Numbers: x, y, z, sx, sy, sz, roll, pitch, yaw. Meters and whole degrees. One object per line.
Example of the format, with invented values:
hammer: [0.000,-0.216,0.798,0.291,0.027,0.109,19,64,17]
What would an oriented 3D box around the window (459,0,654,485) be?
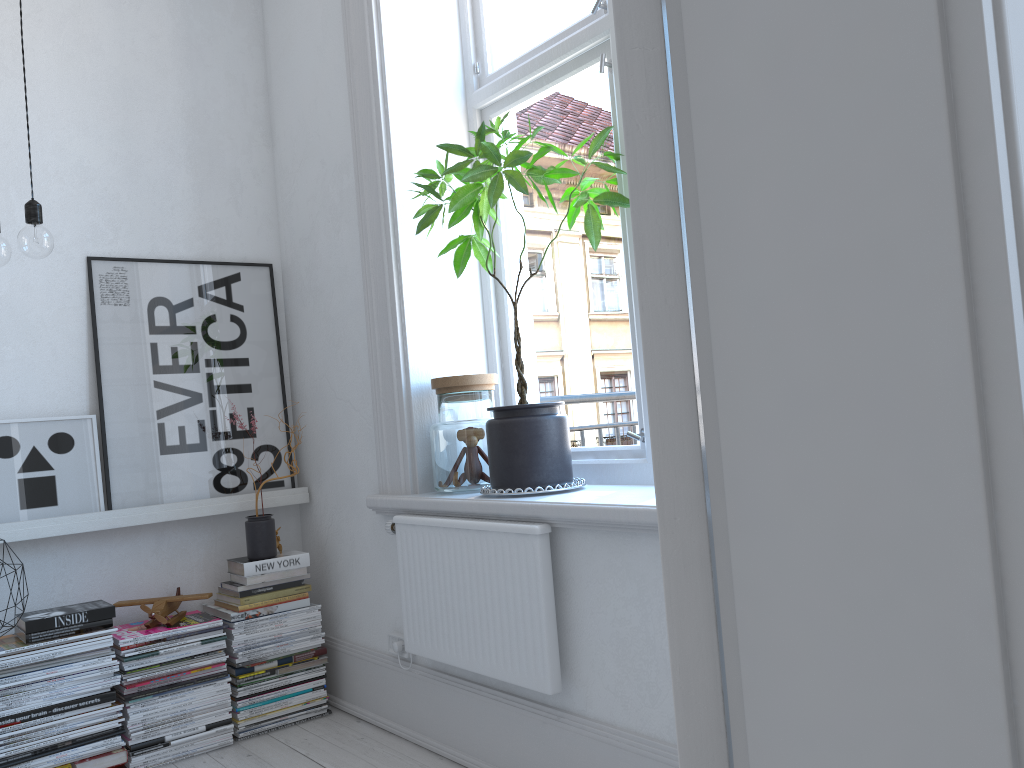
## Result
window: [0.318,-0.685,2.348,0.094,1.901,1.358,-3,-2,-38]

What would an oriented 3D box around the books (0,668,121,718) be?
books: [-1.364,0.873,2.577,0.375,0.062,0.289,-3,-3,-38]

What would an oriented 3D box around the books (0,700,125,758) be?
books: [-1.350,0.972,2.572,0.375,0.080,0.304,-3,-3,-39]

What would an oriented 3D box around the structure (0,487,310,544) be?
structure: [-1.376,0.436,2.778,1.533,0.056,0.138,-3,-3,-38]

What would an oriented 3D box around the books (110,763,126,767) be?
books: [-1.323,1.119,2.541,0.362,0.016,0.188,-3,-3,-44]

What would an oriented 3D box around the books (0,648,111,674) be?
books: [-1.335,0.786,2.535,0.329,0.007,0.129,-3,-3,-36]

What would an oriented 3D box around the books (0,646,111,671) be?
books: [-1.360,0.782,2.568,0.326,0.008,0.194,-3,-3,-39]

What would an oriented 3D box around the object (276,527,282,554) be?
object: [-0.820,0.537,3.066,0.045,0.101,0.050,-4,-2,-14]

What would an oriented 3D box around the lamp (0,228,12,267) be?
lamp: [-1.813,-1.001,1.730,1.381,1.529,0.074,-3,-2,-33]

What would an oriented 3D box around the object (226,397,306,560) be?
object: [-0.821,0.308,3.028,0.293,0.553,0.157,-4,-2,-28]

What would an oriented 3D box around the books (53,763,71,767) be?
books: [-1.379,1.082,2.491,0.217,0.010,0.212,-3,-3,-39]

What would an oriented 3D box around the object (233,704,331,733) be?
object: [-0.815,1.107,3.007,0.324,0.007,0.253,-3,-3,-33]

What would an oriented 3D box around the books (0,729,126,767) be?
books: [-1.327,1.030,2.552,0.353,0.010,0.218,-3,-3,-43]

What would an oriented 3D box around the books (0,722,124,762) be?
books: [-1.328,1.014,2.549,0.354,0.007,0.182,-3,-3,-44]

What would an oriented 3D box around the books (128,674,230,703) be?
books: [-1.081,0.933,2.785,0.306,0.009,0.247,-3,-3,-40]

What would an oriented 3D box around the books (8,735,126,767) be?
books: [-1.345,1.058,2.580,0.354,0.040,0.292,-3,-3,-37]

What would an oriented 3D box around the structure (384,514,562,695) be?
structure: [-0.132,0.569,2.371,0.049,0.418,0.742,-3,-2,-38]

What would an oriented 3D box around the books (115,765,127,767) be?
books: [-1.321,1.131,2.549,0.357,0.007,0.227,-3,-3,-36]

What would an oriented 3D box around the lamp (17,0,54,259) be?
lamp: [-1.686,-1.014,1.675,1.381,1.529,0.074,-3,-2,-33]

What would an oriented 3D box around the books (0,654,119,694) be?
books: [-1.358,0.824,2.585,0.351,0.041,0.293,-3,-3,-40]

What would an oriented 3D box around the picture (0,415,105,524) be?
picture: [-1.461,0.269,2.727,0.366,0.329,0.040,-3,-2,-41]

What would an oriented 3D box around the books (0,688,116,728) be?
books: [-1.334,0.916,2.550,0.319,0.027,0.208,-3,-3,-37]

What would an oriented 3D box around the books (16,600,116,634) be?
books: [-1.306,0.678,2.594,0.235,0.035,0.163,-3,-3,-38]

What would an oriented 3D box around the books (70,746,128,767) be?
books: [-1.257,1.091,2.641,0.139,0.038,0.297,-3,-3,-38]

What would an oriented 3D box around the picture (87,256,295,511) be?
picture: [-1.089,-0.010,3.058,0.631,0.849,0.073,-3,-2,-37]

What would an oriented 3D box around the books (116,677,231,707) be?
books: [-1.077,0.943,2.784,0.313,0.011,0.241,-3,-3,-37]

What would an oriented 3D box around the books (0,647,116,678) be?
books: [-1.344,0.797,2.558,0.339,0.010,0.173,-3,-3,-37]

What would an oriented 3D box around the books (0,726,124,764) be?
books: [-1.327,1.021,2.551,0.354,0.008,0.180,-3,-3,-43]

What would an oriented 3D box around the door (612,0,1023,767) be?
door: [0.068,-0.119,0.601,0.505,2.176,1.465,-6,-2,37]

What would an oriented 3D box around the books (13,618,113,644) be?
books: [-1.322,0.711,2.611,0.228,0.029,0.199,-3,-3,-38]

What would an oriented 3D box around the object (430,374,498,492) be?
object: [-0.128,0.143,2.622,0.227,0.330,0.228,-3,-2,-36]

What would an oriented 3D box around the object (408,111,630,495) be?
object: [0.029,-0.227,2.402,0.696,1.021,0.497,-6,-2,25]

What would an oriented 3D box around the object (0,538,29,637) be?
object: [-1.583,0.570,2.396,0.478,0.327,0.317,-4,-2,-21]

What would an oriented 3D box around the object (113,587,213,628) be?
object: [-1.117,0.719,2.830,0.258,0.086,0.257,-3,-3,-43]

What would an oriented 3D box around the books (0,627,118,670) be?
books: [-1.370,0.751,2.577,0.348,0.053,0.295,-3,-3,-41]
